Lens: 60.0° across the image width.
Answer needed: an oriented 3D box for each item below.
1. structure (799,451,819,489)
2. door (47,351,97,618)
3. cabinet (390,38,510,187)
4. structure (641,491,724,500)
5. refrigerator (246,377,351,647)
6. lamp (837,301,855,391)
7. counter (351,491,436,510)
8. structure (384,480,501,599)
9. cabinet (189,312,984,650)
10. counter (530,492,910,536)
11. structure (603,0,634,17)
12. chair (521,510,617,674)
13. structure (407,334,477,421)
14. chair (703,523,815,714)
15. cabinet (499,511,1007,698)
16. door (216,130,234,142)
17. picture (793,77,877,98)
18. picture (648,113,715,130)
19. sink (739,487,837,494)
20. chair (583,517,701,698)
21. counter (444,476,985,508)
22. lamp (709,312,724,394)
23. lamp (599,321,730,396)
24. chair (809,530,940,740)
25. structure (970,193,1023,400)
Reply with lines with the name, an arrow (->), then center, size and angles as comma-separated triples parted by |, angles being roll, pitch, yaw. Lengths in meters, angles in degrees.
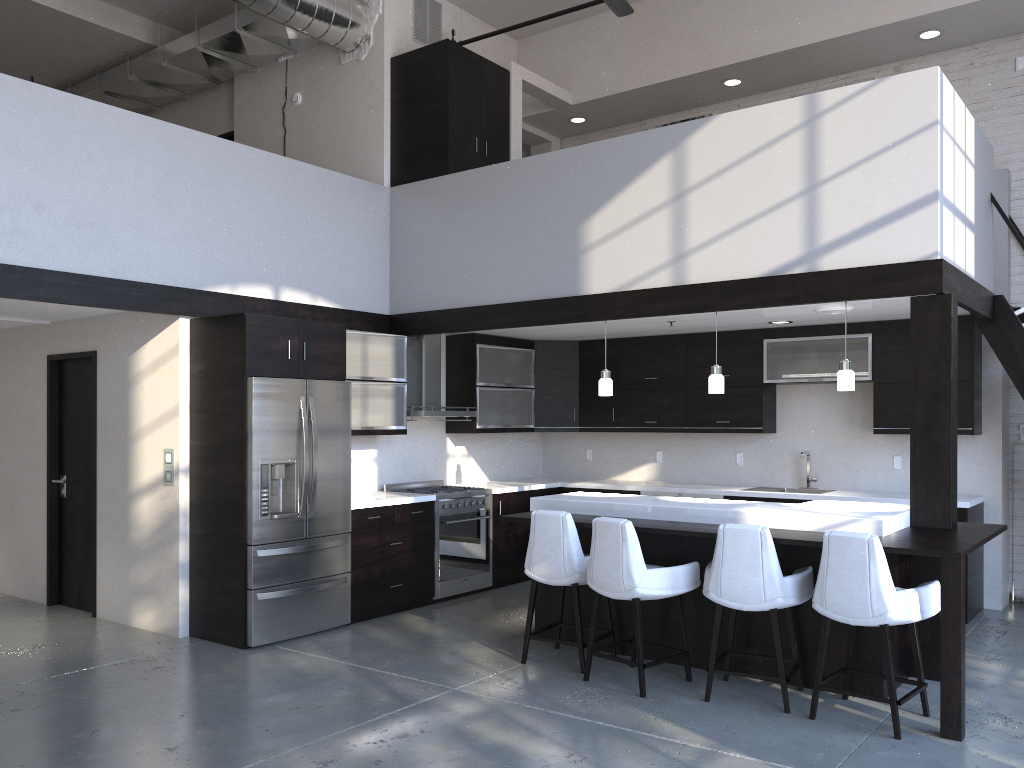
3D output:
structure -> 2.534, 0.553, 7.617 | 0.149, 0.328, 0.224 | -1, -2, 37
door -> -3.373, 0.594, 6.997 | 0.750, 2.058, 0.271 | -1, -2, 37
cabinet -> -0.541, -1.924, 7.881 | 0.684, 2.233, 0.837 | -1, -2, 37
structure -> 1.694, 1.153, 8.029 | 0.784, 0.790, 0.782 | -1, -1, 37
refrigerator -> -1.684, 0.693, 6.235 | 0.820, 1.773, 0.852 | -1, -2, 37
lamp -> 2.612, -0.395, 6.168 | 0.124, 0.623, 1.947 | -1, -2, 37
counter -> -1.155, 0.722, 6.948 | 0.676, 0.047, 0.919 | -1, -1, 37
structure -> -0.578, 1.103, 7.608 | 0.621, 0.903, 0.844 | -1, -2, 37
cabinet -> 0.752, 0.465, 6.534 | 4.230, 2.316, 4.273 | -1, -1, 37
counter -> 1.332, 0.659, 5.715 | 2.292, 0.095, 0.976 | -1, -1, 37
structure -> 0.611, -3.409, 6.444 | 1.367, 0.864, 1.189 | 0, -1, 27
chair -> 0.347, 1.115, 5.452 | 0.579, 0.984, 0.501 | -1, -2, 33
structure -> -0.709, -0.348, 7.686 | 0.489, 0.930, 0.727 | -1, -2, 37
chair -> 1.297, 1.106, 4.737 | 0.579, 0.984, 0.501 | -1, -2, 28
cabinet -> 1.408, 1.151, 5.400 | 2.691, 0.911, 1.370 | -1, -1, 37
door -> -2.973, -1.816, 9.359 | 0.750, 2.058, 0.271 | -1, -2, 37
picture -> 2.916, -2.310, 8.103 | 0.731, 1.183, 0.049 | -1, -2, 37
picture -> 1.700, -2.298, 9.015 | 0.731, 1.183, 0.049 | -1, -2, 37
sink -> 2.341, 0.794, 7.497 | 0.676, 0.168, 0.474 | -1, -1, 37
chair -> 0.707, 1.109, 5.014 | 0.501, 0.984, 0.579 | 1, -2, -42
counter -> 1.512, 0.735, 7.533 | 4.237, 0.045, 1.708 | -1, -1, 37
lamp -> 1.369, -0.400, 5.947 | 0.100, 0.623, 0.100 | -1, -2, 43
lamp -> 1.276, -0.381, 7.172 | 0.124, 0.623, 1.951 | -1, -2, 39
chair -> 1.773, 1.101, 4.386 | 0.579, 0.984, 0.501 | -1, -2, 43
structure -> 4.263, 0.033, 6.427 | 1.662, 3.187, 0.929 | -1, -2, 37
